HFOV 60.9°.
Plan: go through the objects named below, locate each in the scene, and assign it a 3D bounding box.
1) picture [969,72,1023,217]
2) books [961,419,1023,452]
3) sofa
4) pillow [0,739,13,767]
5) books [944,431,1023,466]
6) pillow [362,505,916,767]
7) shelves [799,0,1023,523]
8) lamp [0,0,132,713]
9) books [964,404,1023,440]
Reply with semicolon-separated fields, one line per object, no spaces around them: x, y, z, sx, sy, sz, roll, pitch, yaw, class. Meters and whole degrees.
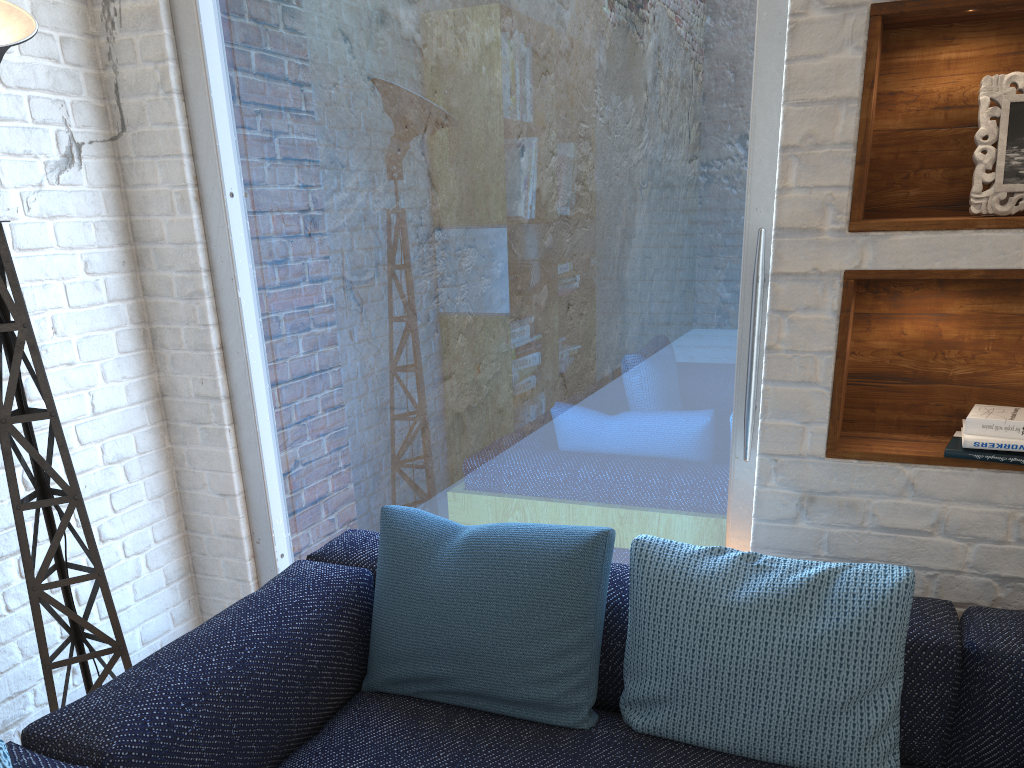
0.939;-0.434;1.579;0.193;0.257;0.097;2;19;13;picture
1.012;0.104;1.704;0.235;0.020;0.163;3;13;24;books
0.986;0.947;0.809;3.929;0.696;1.987;3;13;22;sofa
-0.721;0.689;0.943;0.222;0.429;0.530;6;17;22;pillow
0.999;0.131;1.711;0.249;0.018;0.156;5;14;32;books
0.199;0.499;1.753;1.101;0.421;0.231;3;19;21;pillow
0.981;-0.451;1.543;0.765;1.502;0.182;5;21;21;shelves
-0.781;0.159;1.931;0.869;1.941;0.477;-3;20;-4;lamp
1.006;0.077;1.698;0.203;0.035;0.127;5;14;32;books
